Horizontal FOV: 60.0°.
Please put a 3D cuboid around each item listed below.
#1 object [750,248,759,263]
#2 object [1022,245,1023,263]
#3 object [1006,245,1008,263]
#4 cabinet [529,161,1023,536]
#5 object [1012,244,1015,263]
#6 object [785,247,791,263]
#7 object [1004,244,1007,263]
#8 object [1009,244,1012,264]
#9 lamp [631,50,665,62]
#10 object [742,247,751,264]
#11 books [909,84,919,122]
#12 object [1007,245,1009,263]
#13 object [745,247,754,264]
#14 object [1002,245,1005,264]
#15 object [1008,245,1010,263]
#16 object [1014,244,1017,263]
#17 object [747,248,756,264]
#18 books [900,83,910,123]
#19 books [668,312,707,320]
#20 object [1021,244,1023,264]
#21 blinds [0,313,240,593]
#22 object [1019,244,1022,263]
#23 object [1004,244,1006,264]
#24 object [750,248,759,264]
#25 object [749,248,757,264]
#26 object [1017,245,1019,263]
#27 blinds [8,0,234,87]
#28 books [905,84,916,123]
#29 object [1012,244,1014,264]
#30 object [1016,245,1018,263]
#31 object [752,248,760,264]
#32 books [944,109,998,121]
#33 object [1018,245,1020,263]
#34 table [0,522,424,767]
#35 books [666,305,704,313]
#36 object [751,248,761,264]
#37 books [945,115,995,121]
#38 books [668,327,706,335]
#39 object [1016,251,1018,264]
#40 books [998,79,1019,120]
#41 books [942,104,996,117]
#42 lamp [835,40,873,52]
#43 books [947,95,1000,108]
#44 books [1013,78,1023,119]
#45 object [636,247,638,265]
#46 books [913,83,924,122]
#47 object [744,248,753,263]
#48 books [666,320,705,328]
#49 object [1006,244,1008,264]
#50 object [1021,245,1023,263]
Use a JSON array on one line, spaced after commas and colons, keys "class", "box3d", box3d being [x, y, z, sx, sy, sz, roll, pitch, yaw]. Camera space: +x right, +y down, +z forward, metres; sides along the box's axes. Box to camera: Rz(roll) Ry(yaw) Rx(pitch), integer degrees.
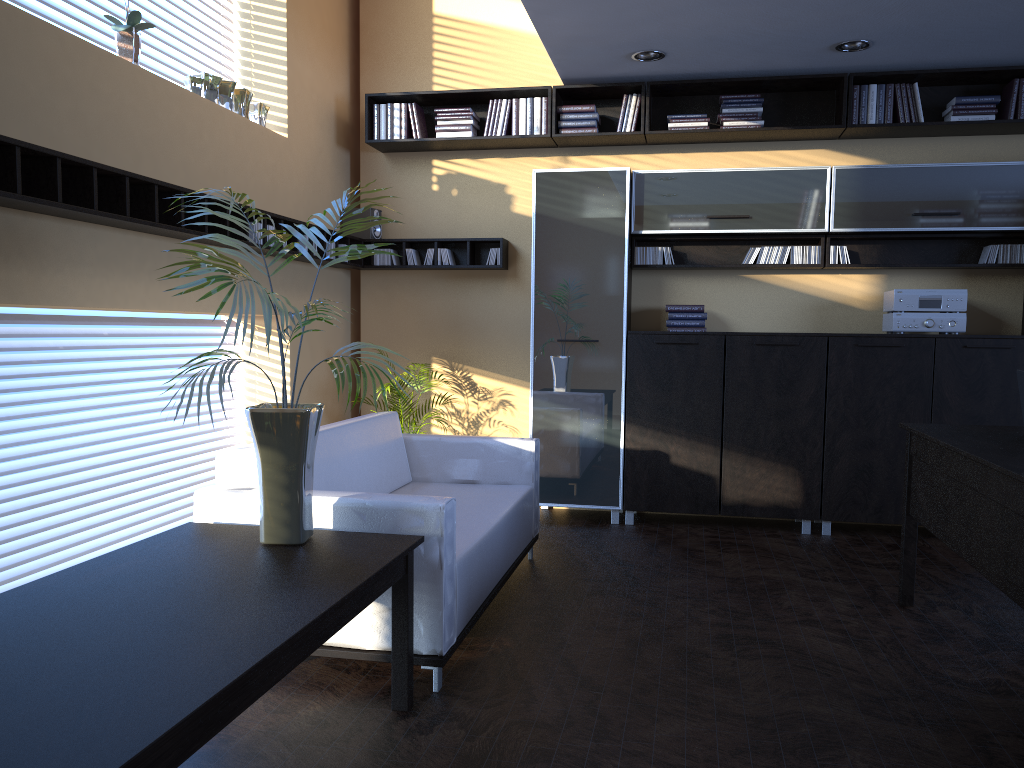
[{"class": "object", "box3d": [1.656, -0.872, 6.069, 0.059, 0.113, 0.142, 2, 4, 11]}, {"class": "object", "box3d": [3.286, -0.835, 5.731, 0.009, 0.120, 0.142, 2, 4, 11]}, {"class": "object", "box3d": [3.190, -0.838, 5.762, 0.009, 0.120, 0.142, 2, 4, 11]}, {"class": "cabinet", "box3d": [2.070, -0.216, 5.914, 3.875, 2.404, 0.489, 1, 5, 11]}, {"class": "object", "box3d": [3.228, -0.837, 5.746, 0.009, 0.120, 0.142, 2, 4, 11]}, {"class": "object", "box3d": [1.865, -0.869, 6.022, 0.036, 0.116, 0.140, 2, 4, 11]}, {"class": "object", "box3d": [3.177, -0.838, 5.750, 0.009, 0.120, 0.142, 2, 4, 11]}, {"class": "object", "box3d": [3.208, -0.837, 5.750, 0.009, 0.120, 0.142, 2, 4, 11]}, {"class": "lamp", "box3d": [0.843, -2.074, 5.482, 0.209, 0.096, 0.208, 3, 4, 29]}, {"class": "object", "box3d": [1.605, -0.872, 6.072, 0.059, 0.113, 0.142, 2, 4, 11]}, {"class": "books", "box3d": [2.582, -1.788, 5.744, 0.072, 0.258, 0.207, 2, 4, 12]}, {"class": "object", "box3d": [3.199, -0.838, 5.755, 0.009, 0.120, 0.142, 2, 4, 11]}, {"class": "object", "box3d": [1.626, -0.872, 6.073, 0.059, 0.113, 0.142, 2, 4, 11]}, {"class": "object", "box3d": [3.169, -0.838, 5.762, 0.009, 0.120, 0.142, 2, 4, 11]}, {"class": "object", "box3d": [3.196, -0.837, 5.744, 0.006, 0.118, 0.140, 2, 4, 11]}, {"class": "object", "box3d": [3.237, -0.836, 5.740, 0.009, 0.120, 0.142, 2, 4, 11]}, {"class": "object", "box3d": [1.635, -0.872, 6.071, 0.059, 0.113, 0.142, 2, 4, 11]}, {"class": "books", "box3d": [2.527, -1.788, 5.743, 0.075, 0.260, 0.207, 2, 4, 11]}, {"class": "books", "box3d": [1.215, -0.468, 6.128, 0.258, 0.050, 0.207, 1, 4, 12]}, {"class": "object", "box3d": [3.277, -0.836, 5.735, 0.009, 0.124, 0.142, 2, 4, 11]}, {"class": "blinds", "box3d": [-2.361, 0.411, 3.273, 0.047, 1.370, 5.381, 2, 4, 11]}, {"class": "object", "box3d": [3.267, -0.836, 5.737, 0.009, 0.120, 0.142, 2, 4, 11]}, {"class": "object", "box3d": [3.178, -0.838, 5.753, 0.009, 0.124, 0.142, 2, 4, 11]}, {"class": "object", "box3d": [1.656, -0.871, 6.068, 0.055, 0.110, 0.140, 2, 4, 11]}, {"class": "object", "box3d": [1.645, -0.871, 6.066, 0.055, 0.110, 0.140, 2, 4, 11]}, {"class": "object", "box3d": [3.259, -0.836, 5.747, 0.009, 0.120, 0.142, 2, 4, 11]}, {"class": "blinds", "box3d": [-2.331, -2.161, 3.051, 0.039, 1.464, 5.381, 2, 4, 11]}, {"class": "books", "box3d": [2.558, -1.786, 5.732, 0.072, 0.258, 0.207, 2, 4, 12]}, {"class": "object", "box3d": [3.228, -0.837, 5.745, 0.009, 0.124, 0.142, 2, 4, 11]}, {"class": "object", "box3d": [3.248, -0.837, 5.748, 0.006, 0.118, 0.140, 2, 4, 11]}, {"class": "object", "box3d": [1.665, -0.871, 6.063, 0.055, 0.110, 0.140, 2, 4, 11]}, {"class": "books", "box3d": [2.929, -1.717, 5.668, 0.258, 0.031, 0.207, 1, 4, 11]}, {"class": "object", "box3d": [3.256, -0.836, 5.738, 0.006, 0.118, 0.140, 2, 4, 11]}, {"class": "table", "box3d": [-0.934, 0.871, 2.266, 0.897, 0.604, 1.891, 1, 4, 11]}, {"class": "books", "box3d": [1.193, -0.519, 6.117, 0.258, 0.050, 0.207, 1, 4, 11]}, {"class": "object", "box3d": [1.666, -0.872, 6.070, 0.059, 0.113, 0.142, 2, 4, 11]}, {"class": "books", "box3d": [2.920, -1.675, 5.681, 0.258, 0.050, 0.207, 1, 4, 11]}, {"class": "books", "box3d": [1.210, -0.365, 6.123, 0.258, 0.050, 0.207, 1, 4, 12]}, {"class": "object", "box3d": [3.249, -0.837, 5.751, 0.009, 0.120, 0.142, 2, 4, 11]}, {"class": "books", "box3d": [3.145, -1.773, 5.617, 0.055, 0.261, 0.207, 2, 4, 12]}, {"class": "books", "box3d": [2.917, -1.748, 5.667, 0.258, 0.031, 0.207, 1, 4, 11]}, {"class": "lamp", "box3d": [2.025, -2.046, 5.247, 0.209, 0.096, 0.207, 1, 4, 5]}, {"class": "books", "box3d": [2.937, -1.788, 5.652, 0.258, 0.050, 0.207, 1, 4, 11]}, {"class": "books", "box3d": [3.198, -1.772, 5.609, 0.050, 0.259, 0.207, 2, 4, 12]}, {"class": "object", "box3d": [0.880, -0.893, 6.218, 0.009, 0.120, 0.142, 2, 4, 12]}, {"class": "books", "box3d": [2.600, -1.786, 5.714, 0.072, 0.258, 0.207, 2, 4, 11]}, {"class": "object", "box3d": [1.617, -0.873, 6.080, 0.059, 0.113, 0.142, 2, 4, 12]}, {"class": "books", "box3d": [1.201, -0.417, 6.126, 0.258, 0.050, 0.207, 1, 4, 12]}, {"class": "object", "box3d": [3.190, -0.838, 5.758, 0.009, 0.124, 0.142, 2, 4, 12]}, {"class": "object", "box3d": [3.278, -0.836, 5.741, 0.006, 0.118, 0.140, 2, 4, 11]}]
